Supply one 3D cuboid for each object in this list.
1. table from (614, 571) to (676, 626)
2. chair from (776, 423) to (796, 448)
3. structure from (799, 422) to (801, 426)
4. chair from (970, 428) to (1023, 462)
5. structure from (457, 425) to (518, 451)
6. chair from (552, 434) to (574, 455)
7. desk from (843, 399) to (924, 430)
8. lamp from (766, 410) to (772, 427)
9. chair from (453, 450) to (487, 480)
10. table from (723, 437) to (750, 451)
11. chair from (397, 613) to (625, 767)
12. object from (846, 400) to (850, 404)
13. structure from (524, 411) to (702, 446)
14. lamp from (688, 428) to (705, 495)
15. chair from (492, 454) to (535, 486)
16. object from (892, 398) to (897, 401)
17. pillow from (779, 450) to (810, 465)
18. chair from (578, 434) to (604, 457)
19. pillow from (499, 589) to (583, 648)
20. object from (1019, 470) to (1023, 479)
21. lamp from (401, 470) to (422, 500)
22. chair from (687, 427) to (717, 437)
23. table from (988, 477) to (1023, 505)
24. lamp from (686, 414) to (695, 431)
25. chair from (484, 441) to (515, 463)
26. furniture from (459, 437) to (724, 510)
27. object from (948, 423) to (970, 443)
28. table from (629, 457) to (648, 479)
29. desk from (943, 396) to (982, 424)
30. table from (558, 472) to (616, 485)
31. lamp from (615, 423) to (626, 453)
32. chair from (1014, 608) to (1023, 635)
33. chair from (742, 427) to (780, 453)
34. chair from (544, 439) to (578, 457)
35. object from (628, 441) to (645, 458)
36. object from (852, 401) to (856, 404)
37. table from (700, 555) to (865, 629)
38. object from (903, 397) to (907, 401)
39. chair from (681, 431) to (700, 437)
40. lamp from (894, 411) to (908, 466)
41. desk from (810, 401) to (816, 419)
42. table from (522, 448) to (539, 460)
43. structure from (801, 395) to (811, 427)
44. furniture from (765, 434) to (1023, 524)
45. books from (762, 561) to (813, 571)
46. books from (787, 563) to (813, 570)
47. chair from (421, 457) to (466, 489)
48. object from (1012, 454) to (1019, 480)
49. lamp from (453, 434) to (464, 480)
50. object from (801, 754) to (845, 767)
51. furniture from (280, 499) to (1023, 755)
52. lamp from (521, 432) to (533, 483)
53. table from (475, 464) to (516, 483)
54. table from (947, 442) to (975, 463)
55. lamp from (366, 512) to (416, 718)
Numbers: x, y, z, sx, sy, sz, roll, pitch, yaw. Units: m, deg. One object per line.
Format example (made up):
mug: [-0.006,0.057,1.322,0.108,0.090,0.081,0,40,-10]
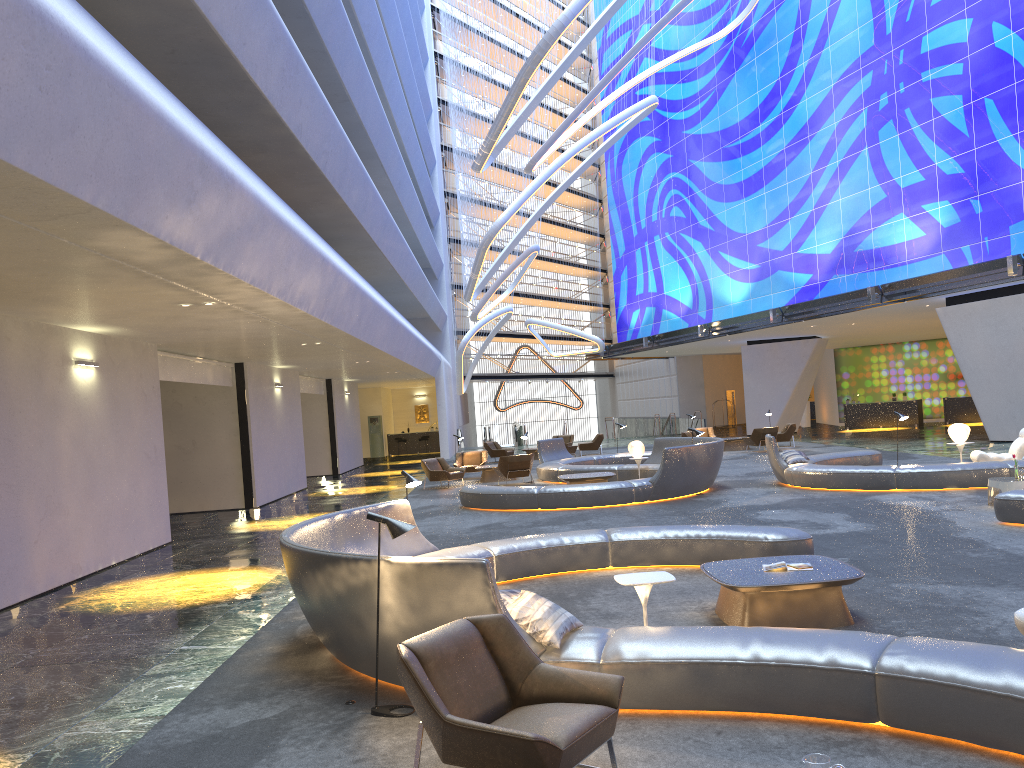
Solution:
table: [0.971,1.691,6.404,0.418,0.595,0.428,-4,0,-4]
chair: [8.848,1.713,29.189,0.939,0.767,0.929,-4,-1,8]
structure: [14.815,1.118,45.535,0.772,2.051,1.023,-4,0,-30]
chair: [9.197,1.267,16.469,1.158,0.882,0.728,-4,-1,18]
structure: [-1.112,6.569,54.368,3.016,8.239,19.835,-4,-1,-1]
chair: [1.880,2.340,33.705,0.930,0.767,0.938,-4,-1,26]
desk: [15.744,1.299,37.618,2.981,1.097,0.812,-5,-1,38]
lamp: [8.163,1.459,28.027,0.202,1.300,0.384,-4,0,16]
chair: [-1.156,2.313,25.198,0.929,0.767,0.939,-4,-1,5]
table: [7.386,2.011,29.639,1.203,0.392,1.203,-4,-1,0]
chair: [-0.016,1.638,4.419,0.940,0.767,0.928,-5,-1,32]
object: [14.482,0.783,38.197,0.149,0.150,0.149,-5,-1,34]
structure: [5.301,6.159,54.890,9.304,8.399,19.739,-4,-1,-1]
lamp: [3.546,1.473,16.991,0.384,1.300,0.202,-4,0,17]
chair: [0.069,2.137,22.079,0.929,0.767,0.939,-4,-1,-17]
object: [16.002,0.644,37.087,0.150,0.145,0.150,-5,-1,33]
pillow: [5.551,1.441,17.589,0.692,0.262,0.877,-4,-1,8]
chair: [2.879,2.229,32.308,0.939,0.767,0.929,-4,-1,1]
pillow: [0.107,1.492,5.774,0.691,0.262,0.878,-3,-2,-39]
object: [7.193,1.272,12.499,0.071,0.118,0.151,-4,-1,9]
lamp: [-1.094,1.596,9.705,0.201,1.300,0.384,-4,0,-41]
chair: [6.619,1.922,30.916,0.929,0.767,0.939,-4,-1,5]
table: [7.002,1.548,12.517,0.672,0.406,0.672,-3,-1,-39]
lamp: [6.260,1.679,30.967,0.384,1.300,0.202,-4,0,17]
chair: [-0.459,2.462,32.133,0.939,0.767,0.929,-4,-1,24]
furniture: [2.418,1.794,20.608,5.189,0.969,9.923,-5,-2,16]
object: [8.698,0.957,17.244,0.366,0.387,0.318,-4,-1,-19]
table: [2.830,1.938,19.674,0.418,0.595,0.428,-4,0,-2]
desk: [19.381,1.002,36.280,2.981,1.097,0.813,-5,-1,36]
table: [1.577,2.111,18.618,1.203,0.392,1.203,-4,-1,0]
lamp: [3.105,1.740,25.229,0.384,1.300,0.202,-4,0,17]
chair: [3.584,1.551,5.729,0.587,0.501,0.490,-5,-1,34]
chair: [7.843,1.745,27.797,0.929,0.767,0.939,-4,-1,-17]
chair: [1.670,2.271,30.762,0.937,0.767,0.930,-3,-1,-39]
object: [2.755,1.450,19.641,0.367,0.387,0.318,-4,0,6]
object: [14.687,0.784,38.059,0.108,0.108,0.111,-5,-1,34]
table: [2.236,1.743,7.406,1.203,0.392,1.203,-4,-1,0]
object: [16.350,0.613,36.876,0.150,0.145,0.150,-5,-1,33]
chair: [5.997,1.896,28.458,0.940,0.767,0.928,-5,-1,32]
lamp: [7.761,1.192,17.669,0.201,1.300,0.384,-4,0,-25]
desk: [17.775,1.609,53.505,2.981,1.097,0.812,-5,-1,38]
table: [1.002,2.547,32.445,1.204,0.392,1.202,-5,-2,17]
structure: [14.360,1.090,43.446,1.021,2.051,0.773,-4,0,-22]
furniture: [8.071,1.229,14.997,5.183,0.969,9.933,-4,-2,-9]
books: [2.311,1.524,7.444,0.395,0.039,0.301,-4,-2,13]
books: [2.405,1.523,7.405,0.133,0.012,0.189,-4,-2,-11]
chair: [-1.777,2.287,22.740,0.940,0.767,0.928,-5,-1,32]
object: [7.062,1.159,12.406,0.066,0.356,0.076,-4,0,-34]
lamp: [-1.515,2.070,25.249,0.384,1.300,0.202,-4,0,17]
object: [1.035,1.368,2.945,0.130,0.252,0.103,-4,0,-18]
furniture: [0.806,1.477,5.551,5.184,0.969,9.932,-4,-2,-4]
lamp: [0.389,1.851,22.309,0.202,1.300,0.384,-4,0,16]
table: [-0.389,2.403,23.920,1.203,0.392,1.203,-4,-1,-1]
table: [8.757,1.446,17.292,0.417,0.595,0.428,-4,0,-27]
lamp: [-0.758,1.456,5.660,0.384,1.300,0.202,-4,0,-1]
